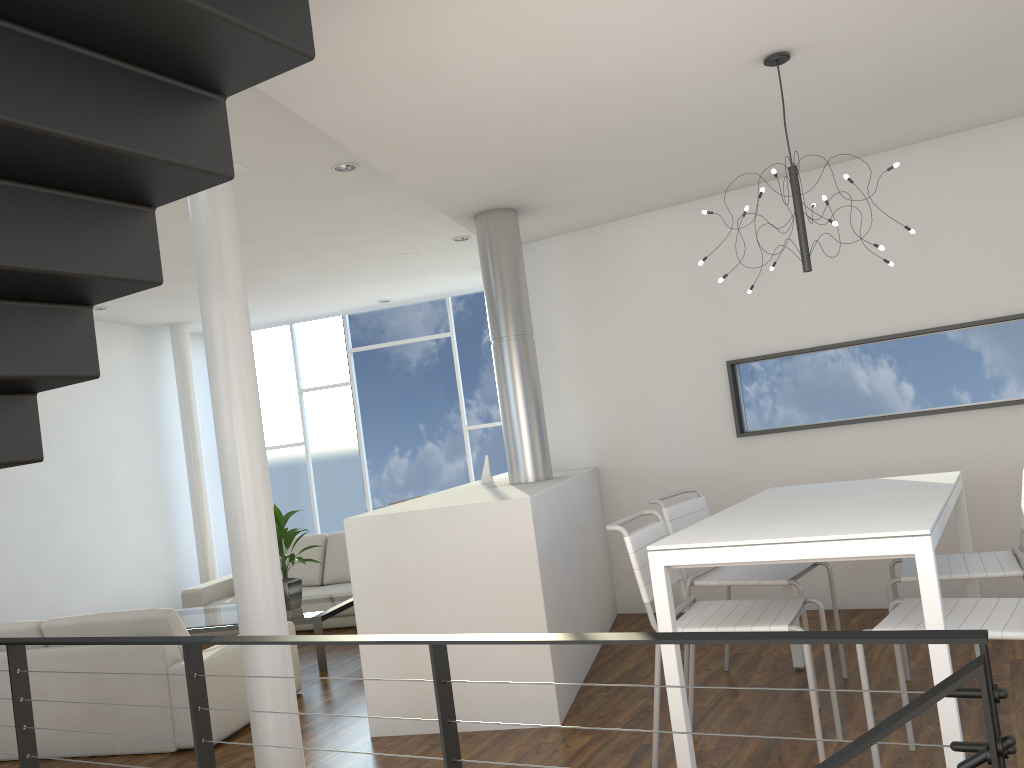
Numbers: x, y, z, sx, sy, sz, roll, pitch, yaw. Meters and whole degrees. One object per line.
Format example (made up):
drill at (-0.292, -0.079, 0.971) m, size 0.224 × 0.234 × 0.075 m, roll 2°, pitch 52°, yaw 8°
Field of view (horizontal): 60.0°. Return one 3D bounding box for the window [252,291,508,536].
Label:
window at (-1.232, -1.068, 8.147) m, size 3.418 × 5.629 × 0.090 m, roll -8°, pitch -2°, yaw 13°

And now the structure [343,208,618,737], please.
structure at (-0.014, 0.262, 4.704) m, size 0.751 × 2.203 × 2.751 m, roll -8°, pitch -3°, yaw 13°

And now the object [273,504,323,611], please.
object at (-1.274, 0.962, 4.975) m, size 0.432 × 0.600 × 0.458 m, roll -8°, pitch -3°, yaw -1°

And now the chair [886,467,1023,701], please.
chair at (1.564, 0.664, 2.975) m, size 0.556 × 0.764 × 0.428 m, roll -9°, pitch -3°, yaw 24°

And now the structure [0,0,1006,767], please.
structure at (-1.065, 0.841, 1.628) m, size 4.369 × 6.291 × 1.093 m, roll -9°, pitch -3°, yaw 29°

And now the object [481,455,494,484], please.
object at (-0.143, 0.469, 4.881) m, size 0.061 × 0.151 × 0.100 m, roll -8°, pitch -2°, yaw 0°

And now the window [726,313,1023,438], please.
window at (2.068, -0.067, 4.246) m, size 2.027 × 0.407 × 0.165 m, roll -10°, pitch -3°, yaw 29°

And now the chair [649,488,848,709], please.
chair at (0.893, 0.779, 3.382) m, size 0.556 × 0.764 × 0.427 m, roll -9°, pitch -3°, yaw 35°

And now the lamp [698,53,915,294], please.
lamp at (0.921, -0.717, 2.904) m, size 0.589 × 0.725 × 0.620 m, roll -5°, pitch -3°, yaw -39°

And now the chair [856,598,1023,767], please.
chair at (1.239, 0.667, 2.323) m, size 0.556 × 0.764 × 0.427 m, roll -9°, pitch -3°, yaw 36°

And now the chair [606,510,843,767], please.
chair at (0.654, 0.771, 2.730) m, size 0.556 × 0.764 × 0.428 m, roll -9°, pitch -3°, yaw 26°

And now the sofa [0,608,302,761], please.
sofa at (-1.896, 1.292, 4.083) m, size 1.612 × 0.565 × 0.802 m, roll -8°, pitch -3°, yaw 14°

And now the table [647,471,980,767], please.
table at (1.056, 0.736, 2.816) m, size 0.701 × 0.719 × 1.399 m, roll -9°, pitch -4°, yaw 29°

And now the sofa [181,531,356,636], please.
sofa at (-1.378, 1.351, 6.157) m, size 1.612 × 0.565 × 0.802 m, roll -8°, pitch -3°, yaw 15°

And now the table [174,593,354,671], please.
table at (-1.660, 1.470, 5.113) m, size 1.610 × 0.284 × 0.661 m, roll -9°, pitch -3°, yaw 14°
